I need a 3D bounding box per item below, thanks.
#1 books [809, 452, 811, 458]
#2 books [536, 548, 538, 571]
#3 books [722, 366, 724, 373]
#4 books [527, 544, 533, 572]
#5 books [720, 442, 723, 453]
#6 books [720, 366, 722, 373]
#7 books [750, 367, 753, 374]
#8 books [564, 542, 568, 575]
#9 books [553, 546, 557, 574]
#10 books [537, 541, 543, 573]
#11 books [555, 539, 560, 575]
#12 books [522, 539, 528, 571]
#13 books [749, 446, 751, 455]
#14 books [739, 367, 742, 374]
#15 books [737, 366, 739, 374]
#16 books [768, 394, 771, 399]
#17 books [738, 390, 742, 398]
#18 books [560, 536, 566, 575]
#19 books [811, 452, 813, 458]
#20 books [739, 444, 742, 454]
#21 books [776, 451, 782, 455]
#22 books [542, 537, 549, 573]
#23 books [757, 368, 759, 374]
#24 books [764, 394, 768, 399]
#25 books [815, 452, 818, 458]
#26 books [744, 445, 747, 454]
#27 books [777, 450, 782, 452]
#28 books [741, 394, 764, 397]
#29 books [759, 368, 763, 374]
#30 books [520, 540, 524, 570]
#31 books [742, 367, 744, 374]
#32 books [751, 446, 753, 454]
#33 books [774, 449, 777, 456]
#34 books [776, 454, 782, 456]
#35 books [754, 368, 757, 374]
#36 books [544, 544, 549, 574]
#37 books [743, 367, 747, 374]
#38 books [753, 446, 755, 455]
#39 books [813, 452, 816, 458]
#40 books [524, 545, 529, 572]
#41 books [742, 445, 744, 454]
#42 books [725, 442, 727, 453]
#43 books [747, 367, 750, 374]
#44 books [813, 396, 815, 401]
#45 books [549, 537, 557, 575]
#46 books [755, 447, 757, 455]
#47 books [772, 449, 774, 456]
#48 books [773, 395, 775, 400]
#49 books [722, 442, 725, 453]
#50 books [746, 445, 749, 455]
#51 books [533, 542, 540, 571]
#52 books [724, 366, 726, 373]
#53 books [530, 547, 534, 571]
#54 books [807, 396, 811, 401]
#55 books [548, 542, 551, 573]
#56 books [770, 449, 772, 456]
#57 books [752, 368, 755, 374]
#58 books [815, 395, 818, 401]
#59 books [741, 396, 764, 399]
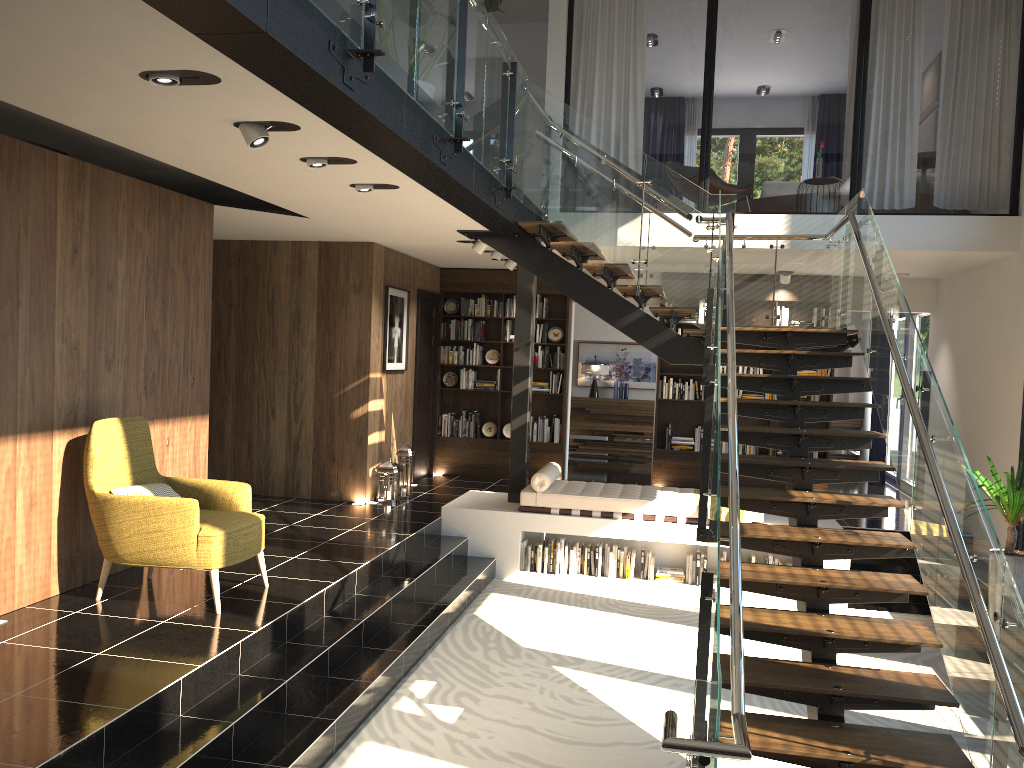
[{"bbox_3d":[3.612,0.760,10.753,0.023,0.267,0.147,3,2,11],"label":"books"},{"bbox_3d":[0.261,1.693,8.602,0.020,0.225,0.156,3,2,11],"label":"books"},{"bbox_3d":[2.599,-0.185,10.938,0.027,0.162,0.125,3,2,11],"label":"books"},{"bbox_3d":[0.176,1.682,8.594,0.027,0.241,0.149,3,2,11],"label":"books"},{"bbox_3d":[2.590,0.709,10.962,0.025,0.275,0.150,3,2,11],"label":"books"},{"bbox_3d":[2.573,-0.241,10.941,0.031,0.272,0.158,3,2,11],"label":"books"},{"bbox_3d":[2.927,-0.178,10.856,0.027,0.179,0.164,3,2,11],"label":"books"},{"bbox_3d":[0.530,1.677,8.530,0.025,0.283,0.149,3,2,11],"label":"books"},{"bbox_3d":[0.427,1.695,8.556,0.029,0.237,0.146,3,2,11],"label":"books"},{"bbox_3d":[0.283,1.671,8.566,0.035,0.273,0.200,3,2,11],"label":"books"},{"bbox_3d":[0.452,1.661,8.525,0.028,0.310,0.211,3,2,11],"label":"books"},{"bbox_3d":[0.130,1.657,8.614,0.024,0.286,0.130,3,3,11],"label":"books"},{"bbox_3d":[2.916,0.737,10.871,0.028,0.250,0.161,3,2,11],"label":"books"},{"bbox_3d":[2.801,-0.210,10.871,0.028,0.231,0.167,3,2,11],"label":"books"},{"bbox_3d":[2.775,-0.218,10.888,0.030,0.244,0.142,3,2,11],"label":"books"},{"bbox_3d":[3.141,0.123,10.840,0.037,0.232,0.231,3,2,11],"label":"books"},{"bbox_3d":[2.806,0.093,10.894,0.067,0.261,0.159,3,2,11],"label":"books"},{"bbox_3d":[0.494,1.648,8.536,0.051,0.338,0.187,3,2,11],"label":"books"},{"bbox_3d":[3.632,0.778,10.746,0.022,0.234,0.178,3,2,11],"label":"books"},{"bbox_3d":[2.809,0.729,10.903,0.034,0.255,0.194,3,2,11],"label":"books"},{"bbox_3d":[3.369,0.842,10.802,0.286,0.031,0.176,3,2,10],"label":"books"},{"bbox_3d":[0.320,1.651,8.586,0.029,0.314,0.163,3,2,11],"label":"books"},{"bbox_3d":[3.009,-0.195,10.856,0.024,0.220,0.148,3,2,11],"label":"books"},{"bbox_3d":[3.109,0.106,10.835,0.026,0.263,0.156,3,2,11],"label":"books"},{"bbox_3d":[3.675,0.760,10.722,0.025,0.274,0.204,3,2,11],"label":"books"},{"bbox_3d":[2.867,0.719,10.887,0.028,0.280,0.154,3,2,11],"label":"books"},{"bbox_3d":[3.372,0.814,10.812,0.250,0.026,0.148,3,2,8],"label":"books"},{"bbox_3d":[2.947,0.142,10.867,0.274,0.025,0.156,3,2,15],"label":"books"},{"bbox_3d":[3.044,-0.193,10.852,0.046,0.219,0.145,3,2,11],"label":"books"},{"bbox_3d":[0.109,1.663,8.634,0.025,0.270,0.156,3,2,11],"label":"books"},{"bbox_3d":[2.828,-0.182,10.888,0.021,0.176,0.161,3,2,11],"label":"books"},{"bbox_3d":[2.946,0.752,10.885,0.026,0.221,0.145,3,2,11],"label":"books"},{"bbox_3d":[3.209,0.757,10.815,0.026,0.238,0.159,3,2,11],"label":"books"},{"bbox_3d":[3.369,0.869,10.812,0.273,0.025,0.156,3,2,9],"label":"books"},{"bbox_3d":[2.986,-0.191,10.881,0.030,0.208,0.119,3,2,11],"label":"books"},{"bbox_3d":[0.339,1.683,8.546,0.027,0.254,0.204,3,2,11],"label":"books"},{"bbox_3d":[2.862,-0.178,10.884,0.047,0.171,0.167,3,2,11],"label":"books"},{"bbox_3d":[2.971,0.750,10.880,0.026,0.227,0.129,3,2,11],"label":"books"},{"bbox_3d":[3.653,0.769,10.733,0.023,0.254,0.191,3,2,11],"label":"books"},{"bbox_3d":[0.150,1.686,8.596,0.024,0.229,0.171,3,2,11],"label":"books"},{"bbox_3d":[2.839,0.733,10.899,0.029,0.250,0.142,3,2,11],"label":"books"},{"bbox_3d":[2.639,0.741,10.939,0.025,0.215,0.170,3,2,11],"label":"books"},{"bbox_3d":[2.901,-0.222,10.866,0.032,0.265,0.149,3,2,11],"label":"books"},{"bbox_3d":[3.646,0.138,10.729,0.023,0.246,0.147,3,2,11],"label":"books"},{"bbox_3d":[0.396,1.652,8.538,0.030,0.322,0.202,3,2,11],"label":"books"},{"bbox_3d":[2.998,0.711,10.884,0.022,0.307,0.131,3,3,11],"label":"books"},{"bbox_3d":[3.184,0.775,10.828,0.025,0.199,0.149,3,2,11],"label":"books"},{"bbox_3d":[3.191,0.124,10.825,0.025,0.233,0.156,3,2,11],"label":"books"},{"bbox_3d":[2.611,0.710,10.931,0.030,0.276,0.160,3,2,11],"label":"books"},{"bbox_3d":[2.894,0.713,10.887,0.025,0.294,0.177,3,2,11],"label":"books"},{"bbox_3d":[0.239,1.676,8.613,0.030,0.256,0.145,3,2,11],"label":"books"},{"bbox_3d":[2.622,-0.201,10.919,0.024,0.198,0.174,3,2,11],"label":"books"},{"bbox_3d":[0.208,1.697,8.616,0.029,0.211,0.130,3,2,11],"label":"books"},{"bbox_3d":[3.592,0.137,10.720,0.030,0.244,0.176,3,2,11],"label":"books"},{"bbox_3d":[0.373,1.671,8.572,0.028,0.279,0.120,3,3,11],"label":"books"},{"bbox_3d":[3.164,0.741,10.845,0.024,0.264,0.174,3,2,11],"label":"books"},{"bbox_3d":[2.954,-0.181,10.861,0.024,0.187,0.148,3,2,11],"label":"books"},{"bbox_3d":[3.666,0.137,10.703,0.026,0.251,0.178,3,2,11],"label":"books"},{"bbox_3d":[2.945,0.167,10.863,0.261,0.024,0.167,3,2,8],"label":"books"}]
